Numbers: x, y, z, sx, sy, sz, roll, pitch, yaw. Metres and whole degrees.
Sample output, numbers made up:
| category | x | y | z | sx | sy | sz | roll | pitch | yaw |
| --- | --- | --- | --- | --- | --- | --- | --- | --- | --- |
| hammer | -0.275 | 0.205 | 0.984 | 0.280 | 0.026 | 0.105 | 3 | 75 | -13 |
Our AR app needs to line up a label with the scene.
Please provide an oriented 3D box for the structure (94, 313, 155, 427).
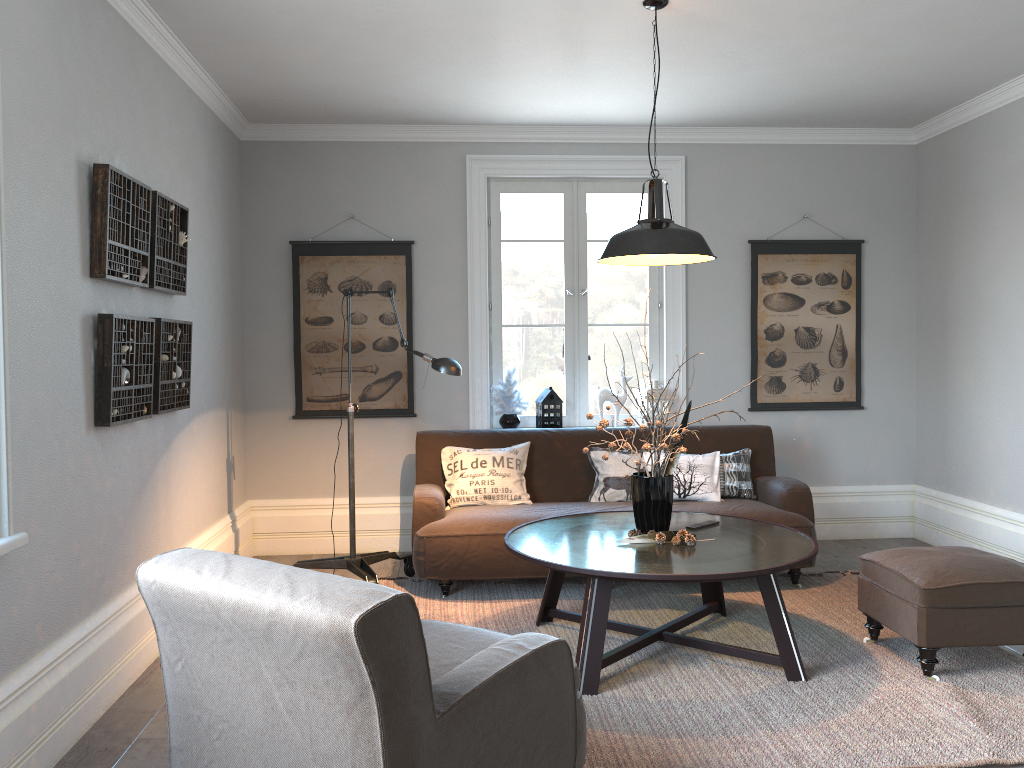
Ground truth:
| category | x | y | z | sx | sy | sz | roll | pitch | yaw |
| --- | --- | --- | --- | --- | --- | --- | --- | --- | --- |
| structure | -1.504 | -0.058 | 3.472 | 0.086 | 0.416 | 0.468 | -1 | 2 | -4 |

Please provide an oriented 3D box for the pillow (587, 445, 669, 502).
| category | x | y | z | sx | sy | sz | roll | pitch | yaw |
| --- | --- | --- | --- | --- | --- | --- | --- | --- | --- |
| pillow | 0.665 | 0.528 | 5.076 | 0.472 | 0.347 | 0.159 | -1 | 2 | -7 |

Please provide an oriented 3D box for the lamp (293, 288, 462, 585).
| category | x | y | z | sx | sy | sz | roll | pitch | yaw |
| --- | --- | --- | --- | --- | --- | --- | --- | --- | --- |
| lamp | -0.961 | 0.306 | 4.914 | 1.864 | 1.644 | 0.797 | 1 | 2 | 33 |

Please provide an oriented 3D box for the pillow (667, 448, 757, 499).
| category | x | y | z | sx | sy | sz | roll | pitch | yaw |
| --- | --- | --- | --- | --- | --- | --- | --- | --- | --- |
| pillow | 1.154 | 0.523 | 5.149 | 0.542 | 0.288 | 0.183 | -1 | 2 | -3 |

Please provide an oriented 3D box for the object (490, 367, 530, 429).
| category | x | y | z | sx | sy | sz | roll | pitch | yaw |
| --- | --- | --- | --- | --- | --- | --- | --- | --- | --- |
| object | -0.031 | 0.092 | 5.729 | 0.263 | 0.423 | 0.248 | 0 | 2 | 31 |

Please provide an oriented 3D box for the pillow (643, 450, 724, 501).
| category | x | y | z | sx | sy | sz | roll | pitch | yaw |
| --- | --- | --- | --- | --- | --- | --- | --- | --- | --- |
| pillow | 0.962 | 0.517 | 5.023 | 0.471 | 0.309 | 0.188 | -1 | 2 | -4 |

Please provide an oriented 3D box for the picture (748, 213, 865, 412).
| category | x | y | z | sx | sy | sz | roll | pitch | yaw |
| --- | --- | --- | --- | --- | --- | --- | --- | --- | --- |
| picture | 1.960 | -0.478 | 5.918 | 0.793 | 1.313 | 0.057 | -1 | 2 | -4 |

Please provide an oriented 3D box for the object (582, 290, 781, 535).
| category | x | y | z | sx | sy | sz | roll | pitch | yaw |
| --- | --- | --- | --- | --- | --- | --- | --- | --- | --- |
| object | 0.720 | 0.122 | 3.702 | 0.853 | 1.066 | 0.525 | -2 | 2 | -33 |

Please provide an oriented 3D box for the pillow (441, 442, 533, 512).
| category | x | y | z | sx | sy | sz | roll | pitch | yaw |
| --- | --- | --- | --- | --- | --- | --- | --- | --- | --- |
| pillow | -0.143 | 0.525 | 5.056 | 0.519 | 0.368 | 0.240 | -1 | 2 | -4 |

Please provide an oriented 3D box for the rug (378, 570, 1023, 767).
| category | x | y | z | sx | sy | sz | roll | pitch | yaw |
| --- | --- | --- | --- | --- | --- | --- | --- | --- | --- |
| rug | 0.648 | 1.095 | 3.825 | 2.819 | 0.090 | 2.400 | -1 | 2 | -4 |

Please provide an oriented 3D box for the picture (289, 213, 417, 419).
| category | x | y | z | sx | sy | sz | roll | pitch | yaw |
| --- | --- | --- | --- | --- | --- | --- | --- | --- | --- |
| picture | -1.018 | -0.436 | 5.696 | 0.793 | 1.313 | 0.057 | -1 | 2 | -4 |

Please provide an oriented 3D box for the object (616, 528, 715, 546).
| category | x | y | z | sx | sy | sz | roll | pitch | yaw |
| --- | --- | --- | --- | --- | --- | --- | --- | --- | --- |
| object | 0.639 | 0.629 | 3.683 | 0.404 | 0.067 | 0.153 | 0 | 2 | 13 |

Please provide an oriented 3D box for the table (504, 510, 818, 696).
| category | x | y | z | sx | sy | sz | roll | pitch | yaw |
| --- | --- | --- | --- | --- | --- | --- | --- | --- | --- |
| table | 0.619 | 0.902 | 3.781 | 1.300 | 0.503 | 1.300 | -1 | 2 | -11 |

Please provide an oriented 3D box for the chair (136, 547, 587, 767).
| category | x | y | z | sx | sy | sz | roll | pitch | yaw |
| --- | --- | --- | --- | --- | --- | --- | --- | --- | --- |
| chair | -0.325 | 0.805 | 2.339 | 0.807 | 0.795 | 0.970 | 1 | 2 | 37 |

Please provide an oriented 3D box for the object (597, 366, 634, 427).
| category | x | y | z | sx | sy | sz | roll | pitch | yaw |
| --- | --- | --- | --- | --- | --- | --- | --- | --- | --- |
| object | 0.666 | 0.092 | 5.709 | 0.239 | 0.410 | 0.128 | -1 | 2 | -8 |

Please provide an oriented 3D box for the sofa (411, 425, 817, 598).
| category | x | y | z | sx | sy | sz | roll | pitch | yaw |
| --- | --- | --- | --- | --- | --- | --- | --- | --- | --- |
| sofa | 0.532 | 0.687 | 5.002 | 2.165 | 0.824 | 0.969 | -1 | 2 | -4 |

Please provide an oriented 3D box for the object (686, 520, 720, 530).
| category | x | y | z | sx | sy | sz | roll | pitch | yaw |
| --- | --- | --- | --- | --- | --- | --- | --- | --- | --- |
| object | 0.864 | 0.636 | 4.016 | 0.207 | 0.011 | 0.051 | -3 | 3 | -44 |

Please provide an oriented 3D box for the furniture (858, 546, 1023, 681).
| category | x | y | z | sx | sy | sz | roll | pitch | yaw |
| --- | --- | --- | --- | --- | --- | --- | --- | --- | --- |
| furniture | 1.794 | 0.909 | 3.615 | 0.583 | 0.439 | 0.574 | -1 | 2 | -4 |

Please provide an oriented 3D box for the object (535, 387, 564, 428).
| category | x | y | z | sx | sy | sz | roll | pitch | yaw |
| --- | --- | --- | --- | --- | --- | --- | --- | --- | --- |
| object | 0.240 | 0.159 | 5.759 | 0.155 | 0.284 | 0.155 | -1 | 2 | -14 |

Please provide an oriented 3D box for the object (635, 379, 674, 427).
| category | x | y | z | sx | sy | sz | roll | pitch | yaw |
| --- | --- | --- | --- | --- | --- | --- | --- | --- | --- |
| object | 0.928 | 0.131 | 5.788 | 0.193 | 0.322 | 0.193 | -1 | 2 | -10 |

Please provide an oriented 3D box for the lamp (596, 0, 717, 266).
| category | x | y | z | sx | sy | sz | roll | pitch | yaw |
| --- | --- | --- | --- | --- | --- | --- | --- | --- | --- |
| lamp | 0.601 | -1.058 | 3.724 | 0.504 | 1.075 | 0.504 | 1 | 2 | 43 |

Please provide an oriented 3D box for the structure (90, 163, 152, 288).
| category | x | y | z | sx | sy | sz | roll | pitch | yaw |
| --- | --- | --- | --- | --- | --- | --- | --- | --- | --- |
| structure | -1.524 | -0.600 | 3.449 | 0.099 | 0.416 | 0.468 | -1 | 2 | -4 |

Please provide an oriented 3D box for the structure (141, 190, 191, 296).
| category | x | y | z | sx | sy | sz | roll | pitch | yaw |
| --- | --- | --- | --- | --- | --- | --- | --- | --- | --- |
| structure | -1.541 | -0.620 | 3.985 | 0.105 | 0.416 | 0.468 | -1 | 2 | -4 |

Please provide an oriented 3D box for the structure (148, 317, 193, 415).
| category | x | y | z | sx | sy | sz | roll | pitch | yaw |
| --- | --- | --- | --- | --- | --- | --- | --- | --- | --- |
| structure | -1.546 | -0.084 | 4.020 | 0.086 | 0.416 | 0.468 | -1 | 2 | -4 |
